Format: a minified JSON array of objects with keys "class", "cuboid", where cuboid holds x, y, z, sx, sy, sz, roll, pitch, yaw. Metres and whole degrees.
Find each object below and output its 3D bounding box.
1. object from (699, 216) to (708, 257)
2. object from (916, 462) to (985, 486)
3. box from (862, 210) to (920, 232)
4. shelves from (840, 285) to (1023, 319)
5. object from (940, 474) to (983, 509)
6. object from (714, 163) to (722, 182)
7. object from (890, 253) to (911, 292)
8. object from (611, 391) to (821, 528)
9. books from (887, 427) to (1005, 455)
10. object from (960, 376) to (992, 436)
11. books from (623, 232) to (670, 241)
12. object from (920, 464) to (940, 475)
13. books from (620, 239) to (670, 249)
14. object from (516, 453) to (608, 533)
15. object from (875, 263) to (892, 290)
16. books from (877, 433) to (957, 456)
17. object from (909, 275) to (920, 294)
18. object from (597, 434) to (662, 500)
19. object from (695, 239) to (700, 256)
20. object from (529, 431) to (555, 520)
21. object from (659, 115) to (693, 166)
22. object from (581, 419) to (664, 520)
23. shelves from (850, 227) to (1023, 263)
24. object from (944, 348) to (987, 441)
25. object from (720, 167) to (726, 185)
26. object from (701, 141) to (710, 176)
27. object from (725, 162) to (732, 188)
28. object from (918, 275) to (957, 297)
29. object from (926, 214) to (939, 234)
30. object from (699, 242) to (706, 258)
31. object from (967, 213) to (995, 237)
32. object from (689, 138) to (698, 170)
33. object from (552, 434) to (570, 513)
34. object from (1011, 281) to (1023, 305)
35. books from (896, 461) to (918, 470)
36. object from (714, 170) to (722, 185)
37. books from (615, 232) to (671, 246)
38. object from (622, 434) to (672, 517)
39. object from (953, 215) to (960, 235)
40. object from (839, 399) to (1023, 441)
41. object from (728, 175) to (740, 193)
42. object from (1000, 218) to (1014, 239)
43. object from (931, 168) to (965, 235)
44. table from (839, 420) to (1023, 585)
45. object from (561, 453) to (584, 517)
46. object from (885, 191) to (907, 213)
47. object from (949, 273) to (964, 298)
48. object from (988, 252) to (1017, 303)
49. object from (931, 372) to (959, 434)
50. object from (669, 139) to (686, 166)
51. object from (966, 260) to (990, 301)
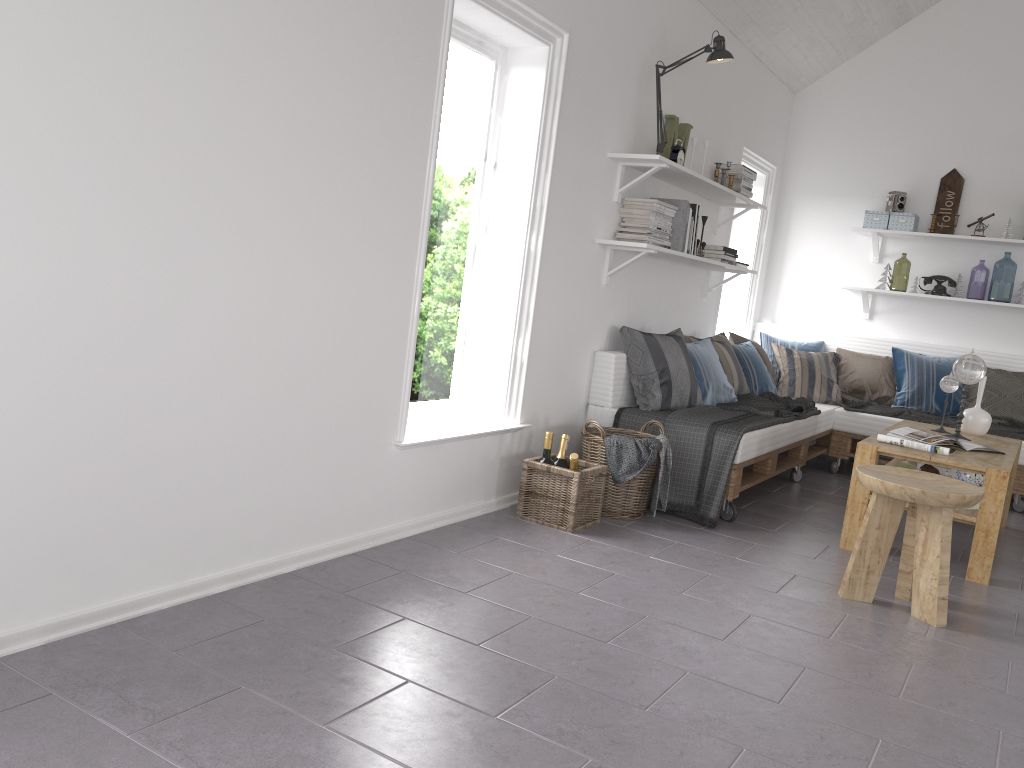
[{"class":"object","cuboid":[1.112,-0.853,5.200,0.085,0.259,0.085,7,7,-1]},{"class":"object","cuboid":[2.099,0.436,4.250,0.302,0.161,0.302,11,8,27]},{"class":"box","cuboid":[2.683,-1.137,6.274,0.332,0.131,0.242,11,8,31]},{"class":"shelves","cuboid":[3.160,-0.450,5.963,1.820,0.212,0.269,11,8,31]},{"class":"object","cuboid":[1.939,0.475,3.974,0.155,0.102,0.281,4,8,-26]},{"class":"object","cuboid":[1.174,-1.196,5.080,0.055,0.153,0.055,8,7,8]},{"class":"object","cuboid":[2.716,-0.778,6.190,0.111,0.270,0.111,1,9,-41]},{"class":"object","cuboid":[1.191,0.318,4.930,0.685,0.533,1.892,11,8,30]},{"class":"books","cuboid":[2.073,0.266,4.240,0.422,0.049,0.300,5,7,-14]},{"class":"object","cuboid":[2.512,0.119,4.781,0.155,0.325,0.155,7,7,1]},{"class":"books","cuboid":[0.689,-0.759,4.565,0.161,0.013,0.254,11,8,31]},{"class":"object","cuboid":[1.922,0.445,4.034,0.090,0.139,0.182,7,7,-4]},{"class":"books","cuboid":[0.685,-0.719,4.551,0.159,0.012,0.285,11,8,31]},{"class":"object","cuboid":[0.217,0.472,3.850,0.276,0.270,0.276,11,8,31]},{"class":"object","cuboid":[2.643,-0.757,6.257,0.113,0.195,0.107,12,9,37]},{"class":"books","cuboid":[1.843,0.268,4.032,0.300,0.043,0.229,12,8,35]},{"class":"object","cuboid":[2.782,-0.686,6.108,0.072,0.124,0.068,9,7,15]},{"class":"object","cuboid":[0.514,0.386,4.046,0.303,0.332,0.367,6,7,-13]},{"class":"object","cuboid":[1.062,-0.775,5.099,0.032,0.117,0.058,13,9,41]},{"class":"object","cuboid":[0.138,0.392,3.819,0.095,0.377,0.095,4,7,-23]},{"class":"object","cuboid":[0.883,-1.282,4.831,0.052,0.311,0.330,11,8,31]},{"class":"object","cuboid":[0.498,0.381,4.116,0.393,0.432,0.393,9,7,17]},{"class":"shelves","cuboid":[3.211,-0.854,5.915,1.820,0.212,0.269,11,8,31]},{"class":"object","cuboid":[2.320,0.049,4.543,0.155,0.468,0.155,8,7,9]},{"class":"object","cuboid":[1.250,-1.208,5.266,0.055,0.153,0.055,7,7,-2]},{"class":"object","cuboid":[1.094,-1.257,5.066,0.084,0.256,0.084,7,7,-1]},{"class":"object","cuboid":[1.234,-1.193,5.088,0.066,0.160,0.066,9,7,17]},{"class":"object","cuboid":[2.923,-0.676,6.100,0.171,0.146,0.203,2,8,-35]},{"class":"object","cuboid":[2.893,-1.100,6.089,0.085,0.152,0.085,2,8,-35]},{"class":"object","cuboid":[1.086,-0.758,5.049,0.032,0.102,0.058,10,8,26]},{"class":"object","cuboid":[3.145,-1.063,5.967,0.092,0.172,0.177,7,7,-1]},{"class":"object","cuboid":[1.016,-1.262,5.027,0.084,0.256,0.084,7,7,-1]},{"class":"object","cuboid":[0.195,0.401,3.920,0.094,0.361,0.127,11,8,30]},{"class":"object","cuboid":[3.386,-0.608,5.868,0.103,0.178,0.097,6,7,-6]},{"class":"books","cuboid":[2.287,0.449,4.634,0.445,0.079,0.301,5,7,-19]},{"class":"object","cuboid":[1.136,-1.149,4.936,0.088,0.085,0.088,2,8,-36]},{"class":"books","cuboid":[0.673,-0.740,4.544,0.176,0.025,0.331,11,8,31]},{"class":"object","cuboid":[0.537,0.400,4.100,0.349,0.356,0.290,10,7,25]},{"class":"object","cuboid":[3.016,-1.076,6.035,0.052,0.148,0.052,6,7,-8]},{"class":"object","cuboid":[2.782,0.426,5.788,1.449,0.508,0.716,10,7,20]},{"class":"object","cuboid":[1.276,-1.168,5.178,0.124,0.100,0.124,2,8,-36]},{"class":"object","cuboid":[3.266,-1.020,5.837,0.075,0.147,0.075,7,7,-2]},{"class":"object","cuboid":[3.019,-1.255,6.145,0.154,0.480,0.053,12,8,36]},{"class":"table","cuboid":[2.136,0.523,4.426,0.607,0.485,1.457,11,8,31]},{"class":"object","cuboid":[0.262,0.437,3.799,0.095,0.332,0.284,8,7,10]},{"class":"object","cuboid":[2.717,-1.276,6.251,0.121,0.157,0.117,6,7,-10]},{"class":"object","cuboid":[3.052,-0.674,6.073,0.127,0.176,0.007,12,8,36]},{"class":"object","cuboid":[3.253,-0.705,5.870,0.137,0.335,0.137,10,7,20]},{"class":"object","cuboid":[2.325,0.096,4.748,0.109,0.329,0.109,7,7,-1]},{"class":"object","cuboid":[0.857,-1.183,4.597,0.050,0.165,0.120,11,8,31]},{"class":"object","cuboid":[3.132,-0.697,5.951,0.111,0.270,0.111,1,9,-41]}]
